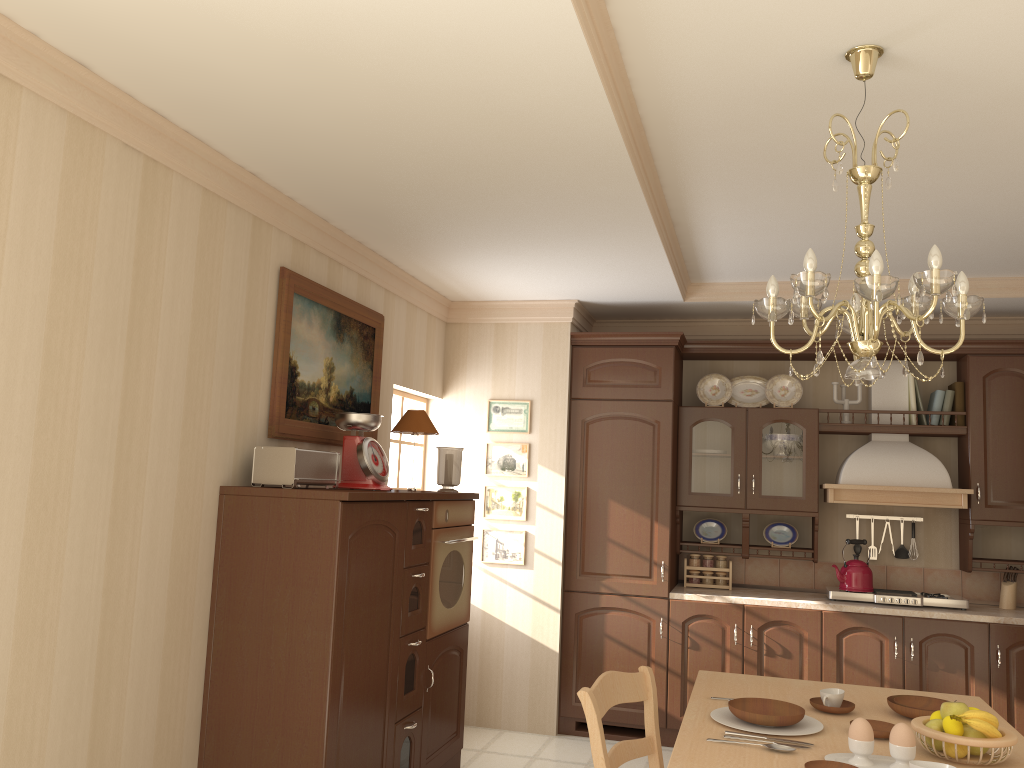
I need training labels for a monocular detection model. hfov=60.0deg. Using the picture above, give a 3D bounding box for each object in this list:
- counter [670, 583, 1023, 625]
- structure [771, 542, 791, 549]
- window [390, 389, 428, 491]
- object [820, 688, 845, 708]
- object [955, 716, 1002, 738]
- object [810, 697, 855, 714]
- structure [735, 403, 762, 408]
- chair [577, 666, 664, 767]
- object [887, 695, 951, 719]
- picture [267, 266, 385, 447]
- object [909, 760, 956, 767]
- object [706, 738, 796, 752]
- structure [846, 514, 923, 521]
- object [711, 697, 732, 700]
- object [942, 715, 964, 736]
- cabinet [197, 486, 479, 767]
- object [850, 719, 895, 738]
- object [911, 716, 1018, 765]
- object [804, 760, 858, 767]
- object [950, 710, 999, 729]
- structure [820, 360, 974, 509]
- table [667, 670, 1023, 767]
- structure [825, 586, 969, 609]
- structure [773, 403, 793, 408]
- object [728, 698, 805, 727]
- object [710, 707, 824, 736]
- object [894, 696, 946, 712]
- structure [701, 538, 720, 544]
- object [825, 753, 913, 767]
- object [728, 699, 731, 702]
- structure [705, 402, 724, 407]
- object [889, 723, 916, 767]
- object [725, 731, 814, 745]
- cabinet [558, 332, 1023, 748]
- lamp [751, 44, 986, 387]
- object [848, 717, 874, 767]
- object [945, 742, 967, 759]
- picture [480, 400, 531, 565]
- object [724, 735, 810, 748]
[{"bbox_3d":[1.975,1.128,4.036,2.603,0.034,2.422,1,-7,15],"label":"counter"},{"bbox_3d":[1.603,0.911,5.283,0.110,0.126,0.080,1,-7,15],"label":"structure"},{"bbox_3d":[-0.665,0.592,5.031,0.050,1.100,0.765,1,-7,15],"label":"window"},{"bbox_3d":[0.937,0.931,2.601,0.063,0.055,0.119,-4,-9,44],"label":"object"},{"bbox_3d":[1.140,0.845,2.135,0.176,0.094,0.064,7,-8,-37],"label":"object"},{"bbox_3d":[0.940,0.948,2.605,0.126,0.026,0.127,-3,-9,42],"label":"object"},{"bbox_3d":[1.448,0.094,5.428,0.154,0.126,0.080,1,-7,15],"label":"structure"},{"bbox_3d":[0.488,1.289,2.518,0.517,0.846,0.462,-2,-8,32],"label":"chair"},{"bbox_3d":[1.199,0.949,2.575,0.204,0.042,0.204,7,-8,-35],"label":"object"},{"bbox_3d":[-0.797,-0.070,3.985,0.036,0.687,0.990,1,-7,15],"label":"picture"},{"bbox_3d":[0.918,0.851,1.905,0.119,0.055,0.063,-1,-7,29],"label":"object"},{"bbox_3d":[0.592,0.895,2.202,0.219,0.011,0.047,0,-7,24],"label":"object"},{"bbox_3d":[2.205,0.792,5.253,0.422,0.020,0.008,1,-7,15],"label":"structure"},{"bbox_3d":[0.713,0.960,2.690,0.218,0.004,0.028,2,-7,6],"label":"object"},{"bbox_3d":[1.075,0.836,2.161,0.045,0.053,0.051,2,-7,4],"label":"object"},{"bbox_3d":[-0.620,1.129,3.758,0.538,1.349,1.513,1,-7,15],"label":"cabinet"},{"bbox_3d":[0.966,0.921,2.357,0.126,0.026,0.127,5,-7,-19],"label":"object"},{"bbox_3d":[1.115,0.885,2.192,0.235,0.068,0.235,6,-7,-27],"label":"object"},{"bbox_3d":[0.713,0.865,1.961,0.126,0.026,0.127,2,-7,7],"label":"object"},{"bbox_3d":[1.142,0.829,2.157,0.184,0.085,0.066,7,-8,-36],"label":"object"},{"bbox_3d":[2.186,0.273,5.108,0.753,0.845,0.455,1,-7,15],"label":"structure"},{"bbox_3d":[0.871,1.305,2.220,0.900,0.774,1.567,1,-7,15],"label":"table"},{"bbox_3d":[2.125,1.180,4.919,0.710,0.054,0.325,1,-7,15],"label":"structure"},{"bbox_3d":[1.627,0.089,5.322,0.110,0.126,0.080,1,-7,15],"label":"structure"},{"bbox_3d":[0.699,0.909,2.439,0.204,0.042,0.204,1,-7,15],"label":"object"},{"bbox_3d":[0.698,0.927,2.436,0.299,0.009,0.299,1,-7,14],"label":"object"},{"bbox_3d":[1.200,0.944,2.574,0.168,0.034,0.168,-1,-7,26],"label":"object"},{"bbox_3d":[1.208,0.907,5.395,0.110,0.126,0.080,1,-7,15],"label":"structure"},{"bbox_3d":[0.862,0.895,2.080,0.245,0.005,0.157,1,-7,12],"label":"object"},{"bbox_3d":[0.752,0.953,2.637,0.212,0.008,0.018,1,-7,15],"label":"object"},{"bbox_3d":[1.241,0.085,5.429,0.110,0.126,0.080,1,-7,15],"label":"structure"},{"bbox_3d":[0.913,0.845,2.072,0.058,0.104,0.058,3,-7,-6],"label":"object"},{"bbox_3d":[0.658,0.907,2.272,0.221,0.008,0.023,0,-7,21],"label":"object"},{"bbox_3d":[1.702,0.791,4.166,3.226,2.313,2.436,1,-7,15],"label":"cabinet"},{"bbox_3d":[0.939,-0.496,2.363,0.501,0.982,0.502,4,-7,-15],"label":"lamp"},{"bbox_3d":[0.829,0.845,2.104,0.058,0.104,0.058,3,-7,-6],"label":"object"},{"bbox_3d":[1.072,0.881,2.144,0.046,0.046,0.055,8,-9,-41],"label":"object"},{"bbox_3d":[-0.037,0.576,5.255,0.268,0.964,0.010,1,-7,15],"label":"picture"},{"bbox_3d":[0.644,0.905,2.239,0.216,0.004,0.022,0,-7,21],"label":"object"}]
